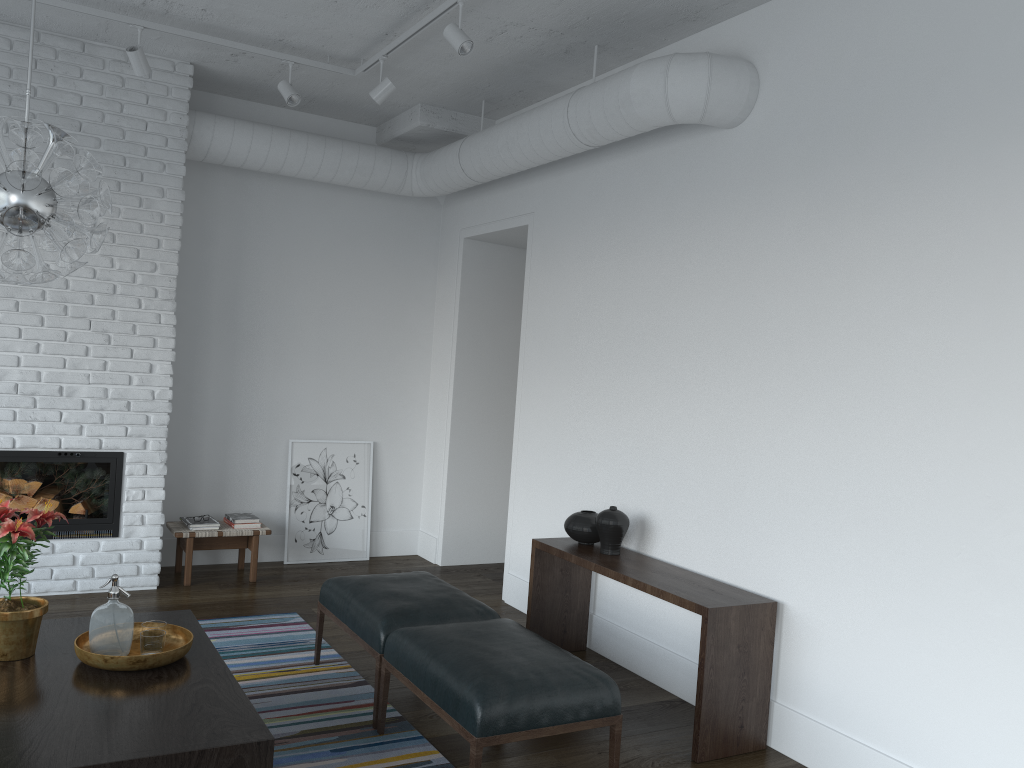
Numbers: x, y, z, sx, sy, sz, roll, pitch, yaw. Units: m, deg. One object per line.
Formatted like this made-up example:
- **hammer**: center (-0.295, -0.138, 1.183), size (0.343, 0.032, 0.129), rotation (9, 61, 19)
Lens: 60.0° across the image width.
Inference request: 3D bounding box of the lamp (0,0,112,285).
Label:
- **lamp**: center (-1.616, -1.112, 2.978), size (0.552, 1.546, 0.552), rotation (3, 1, -42)

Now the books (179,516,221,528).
- **books**: center (-2.031, 0.897, 5.775), size (0.202, 0.019, 0.280), rotation (3, 1, -32)

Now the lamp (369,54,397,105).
- **lamp**: center (-0.701, -1.664, 4.829), size (0.154, 0.285, 0.104), rotation (4, 1, 11)

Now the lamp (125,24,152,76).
- **lamp**: center (-1.942, -1.747, 4.608), size (0.097, 0.285, 0.154), rotation (4, 1, 11)

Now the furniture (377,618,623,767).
- **furniture**: center (-0.070, 1.208, 3.343), size (0.583, 0.476, 0.827), rotation (3, 1, -30)

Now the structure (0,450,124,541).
- **structure**: center (-2.988, 0.649, 5.292), size (1.168, 0.578, 0.675), rotation (3, 1, -30)

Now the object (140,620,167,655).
- **object**: center (-1.275, 0.911, 3.149), size (0.085, 0.089, 0.195), rotation (4, 1, -20)

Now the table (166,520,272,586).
- **table**: center (-1.940, 1.103, 5.839), size (0.605, 0.345, 0.405), rotation (3, 1, -30)

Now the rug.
- **rug**: center (-1.510, 1.350, 2.826), size (2.735, 0.012, 3.760), rotation (3, 1, -30)

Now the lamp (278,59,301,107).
- **lamp**: center (-1.253, -1.706, 4.997), size (0.154, 0.285, 0.093), rotation (5, 1, 39)

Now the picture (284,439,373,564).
- **picture**: center (-1.336, 0.857, 6.501), size (0.637, 0.884, 0.093), rotation (3, 1, -30)

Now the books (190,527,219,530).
- **books**: center (-2.025, 0.912, 5.767), size (0.171, 0.011, 0.306), rotation (3, 1, -31)

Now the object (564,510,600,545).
- **object**: center (0.394, 0.752, 4.643), size (0.245, 0.168, 0.245), rotation (3, 1, -38)

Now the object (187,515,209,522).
- **object**: center (-2.048, 0.868, 5.774), size (0.093, 0.038, 0.134), rotation (5, 1, 27)

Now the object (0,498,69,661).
- **object**: center (-1.700, 0.654, 3.003), size (0.275, 0.558, 0.284), rotation (4, 1, 22)

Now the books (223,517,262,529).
- **books**: center (-1.800, 0.925, 5.923), size (0.185, 0.032, 0.267), rotation (3, 1, -32)

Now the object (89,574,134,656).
- **object**: center (-1.394, 0.806, 3.095), size (0.143, 0.288, 0.143), rotation (5, 1, 32)

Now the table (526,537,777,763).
- **table**: center (0.582, 1.167, 4.182), size (0.375, 0.617, 1.362), rotation (3, 1, -30)

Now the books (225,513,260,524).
- **books**: center (-1.803, 0.896, 5.929), size (0.173, 0.025, 0.238), rotation (3, 1, -32)

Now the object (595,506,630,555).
- **object**: center (0.499, 0.729, 4.435), size (0.171, 0.236, 0.171), rotation (4, 1, -25)

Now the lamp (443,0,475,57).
- **lamp**: center (-0.238, -1.616, 3.990), size (0.154, 0.285, 0.094), rotation (5, 1, 34)

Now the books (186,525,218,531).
- **books**: center (-2.029, 0.922, 5.778), size (0.172, 0.011, 0.273), rotation (3, 1, -31)

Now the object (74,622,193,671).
- **object**: center (-1.320, 0.923, 3.103), size (0.383, 0.068, 0.383), rotation (4, 1, 13)

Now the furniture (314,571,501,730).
- **furniture**: center (-0.490, 1.164, 4.083), size (0.584, 0.478, 0.828), rotation (3, 1, -30)

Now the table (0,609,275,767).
- **table**: center (-1.594, 1.141, 2.809), size (1.306, 0.394, 1.362), rotation (3, 1, -30)
